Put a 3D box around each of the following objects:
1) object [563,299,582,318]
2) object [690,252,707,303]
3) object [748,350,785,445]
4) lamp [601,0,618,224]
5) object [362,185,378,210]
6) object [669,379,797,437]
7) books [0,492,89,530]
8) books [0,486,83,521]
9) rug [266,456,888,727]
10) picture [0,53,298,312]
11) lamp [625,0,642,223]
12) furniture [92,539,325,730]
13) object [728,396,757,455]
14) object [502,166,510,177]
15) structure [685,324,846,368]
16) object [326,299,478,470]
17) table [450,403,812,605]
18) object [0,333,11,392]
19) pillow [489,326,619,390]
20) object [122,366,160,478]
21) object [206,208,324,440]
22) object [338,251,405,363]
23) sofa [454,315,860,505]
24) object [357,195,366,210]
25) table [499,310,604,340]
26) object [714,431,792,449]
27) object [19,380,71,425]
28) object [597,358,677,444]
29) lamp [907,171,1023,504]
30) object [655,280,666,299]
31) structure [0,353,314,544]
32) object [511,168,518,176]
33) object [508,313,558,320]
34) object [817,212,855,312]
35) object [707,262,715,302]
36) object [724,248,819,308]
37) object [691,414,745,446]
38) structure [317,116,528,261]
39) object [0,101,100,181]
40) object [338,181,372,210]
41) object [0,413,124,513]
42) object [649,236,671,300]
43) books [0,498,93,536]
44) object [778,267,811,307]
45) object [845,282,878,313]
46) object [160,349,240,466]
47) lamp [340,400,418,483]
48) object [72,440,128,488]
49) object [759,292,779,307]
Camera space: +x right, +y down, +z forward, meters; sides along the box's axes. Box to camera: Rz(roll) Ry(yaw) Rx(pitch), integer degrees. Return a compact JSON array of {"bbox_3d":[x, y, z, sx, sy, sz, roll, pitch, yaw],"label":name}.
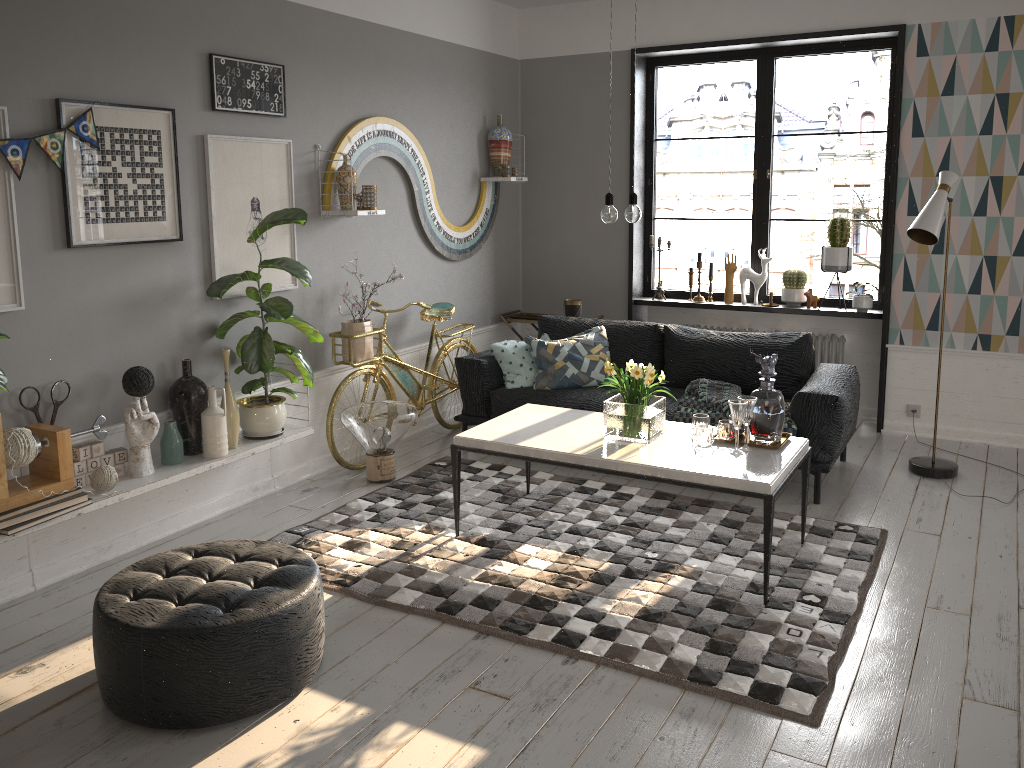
[{"bbox_3d":[0.454,-0.546,6.606,0.142,0.159,0.140,-5,11,-22],"label":"object"},{"bbox_3d":[1.376,-0.789,6.498,0.123,0.371,0.124,6,11,34],"label":"object"},{"bbox_3d":[1.124,0.046,3.895,0.156,0.413,0.149,-8,12,-41],"label":"object"},{"bbox_3d":[0.433,-1.304,3.077,0.074,1.520,1.411,-1,10,-1],"label":"lamp"},{"bbox_3d":[-0.819,-1.073,5.093,0.086,0.138,0.086,3,10,22],"label":"object"},{"bbox_3d":[1.223,0.195,4.848,0.668,0.325,0.495,5,12,24],"label":"object"},{"bbox_3d":[-1.885,0.471,3.411,0.261,0.029,0.387,7,14,29],"label":"books"},{"bbox_3d":[-1.896,0.449,3.410,0.229,0.016,0.383,6,14,26],"label":"books"},{"bbox_3d":[0.261,0.732,4.051,2.533,0.034,1.786,6,14,29],"label":"rug"},{"bbox_3d":[-1.234,-0.152,0.687,4.049,1.775,7.361,6,14,29],"label":"picture"},{"bbox_3d":[0.547,-1.322,3.155,0.074,1.520,1.411,-1,10,-1],"label":"lamp"},{"bbox_3d":[-1.007,0.808,2.984,0.736,0.353,0.744,3,12,16],"label":"furniture"},{"bbox_3d":[0.976,0.176,3.755,0.082,0.224,0.169,7,13,40],"label":"object"},{"bbox_3d":[-0.042,-1.545,6.436,0.060,0.078,0.060,3,11,18],"label":"object"},{"bbox_3d":[1.835,-0.189,6.500,1.226,0.423,0.150,6,11,27],"label":"structure"},{"bbox_3d":[-0.616,-0.073,5.594,0.427,0.959,1.643,3,12,20],"label":"object"},{"bbox_3d":[0.533,0.490,4.041,1.459,0.505,0.739,6,13,29],"label":"table"},{"bbox_3d":[-2.015,0.109,3.010,0.546,0.953,0.515,2,10,15],"label":"object"},{"bbox_3d":[0.270,-0.171,5.620,0.798,0.358,0.448,2,11,11],"label":"pillow"},{"bbox_3d":[-1.630,0.161,3.875,0.137,0.478,0.156,4,10,29],"label":"object"},{"bbox_3d":[-1.228,-0.303,4.436,0.568,1.138,0.419,-4,10,-21],"label":"object"},{"bbox_3d":[-0.797,-0.462,5.166,0.490,0.634,0.255,-10,13,-42],"label":"object"},{"bbox_3d":[0.839,0.056,5.390,2.346,0.789,0.979,6,13,28],"label":"sofa"},{"bbox_3d":[-0.875,-1.058,5.156,0.062,0.081,0.063,0,10,5],"label":"object"},{"bbox_3d":[0.300,-0.196,6.794,0.744,0.672,0.342,6,11,29],"label":"table"},{"bbox_3d":[1.064,0.238,3.946,0.319,0.015,0.249,6,14,29],"label":"object"},{"bbox_3d":[-1.908,0.224,3.650,0.019,0.459,0.223,4,10,29],"label":"object"},{"bbox_3d":[0.547,0.063,3.995,0.353,0.347,0.327,6,12,31],"label":"object"},{"bbox_3d":[2.623,-0.354,5.052,0.681,1.684,1.257,4,11,27],"label":"lamp"},{"bbox_3d":[1.132,-0.727,6.741,0.085,0.150,0.085,6,11,33],"label":"object"},{"bbox_3d":[-1.849,0.293,3.523,0.309,0.481,2.801,5,13,29],"label":"structure"},{"bbox_3d":[0.020,-1.554,6.478,0.050,0.058,0.050,3,11,19],"label":"object"},{"bbox_3d":[0.165,-0.519,6.822,0.319,0.015,0.249,6,14,29],"label":"object"},{"bbox_3d":[2.191,-0.829,5.963,0.235,0.663,0.231,0,9,0],"label":"object"},{"bbox_3d":[1.463,-0.755,6.512,0.076,0.297,0.076,-6,10,-30],"label":"object"},{"bbox_3d":[1.826,-0.751,6.252,0.664,0.405,0.135,6,11,30],"label":"object"},{"bbox_3d":[0.931,0.208,3.947,0.246,0.086,0.282,1,12,7],"label":"object"},{"bbox_3d":[-0.485,-1.254,5.806,0.267,0.945,2.041,4,13,29],"label":"structure"},{"bbox_3d":[-1.961,-0.951,3.399,0.057,0.335,0.923,4,13,28],"label":"object"},{"bbox_3d":[-0.879,-1.054,4.958,0.197,0.164,0.060,-6,11,-27],"label":"object"},{"bbox_3d":[-1.833,0.272,3.489,0.239,0.435,0.550,5,12,29],"label":"object"},{"bbox_3d":[1.092,-0.876,6.646,0.145,0.485,0.163,-4,10,-24],"label":"object"},{"bbox_3d":[-1.884,0.493,3.428,0.297,0.021,0.372,5,13,23],"label":"books"},{"bbox_3d":[1.987,-0.689,6.225,0.234,0.280,0.216,0,10,3],"label":"object"},{"bbox_3d":[2.331,-0.579,5.892,0.171,0.201,0.248,6,12,31],"label":"object"},{"bbox_3d":[-1.462,0.099,4.138,0.332,0.483,0.289,-2,10,-10],"label":"object"},{"bbox_3d":[-0.744,0.326,4.988,0.434,0.433,0.436,-6,12,-29],"label":"lamp"},{"bbox_3d":[-1.787,0.332,3.808,0.078,0.171,0.267,6,13,34],"label":"object"},{"bbox_3d":[1.833,-0.601,6.261,0.123,0.098,0.124,-9,14,-37],"label":"object"}]
